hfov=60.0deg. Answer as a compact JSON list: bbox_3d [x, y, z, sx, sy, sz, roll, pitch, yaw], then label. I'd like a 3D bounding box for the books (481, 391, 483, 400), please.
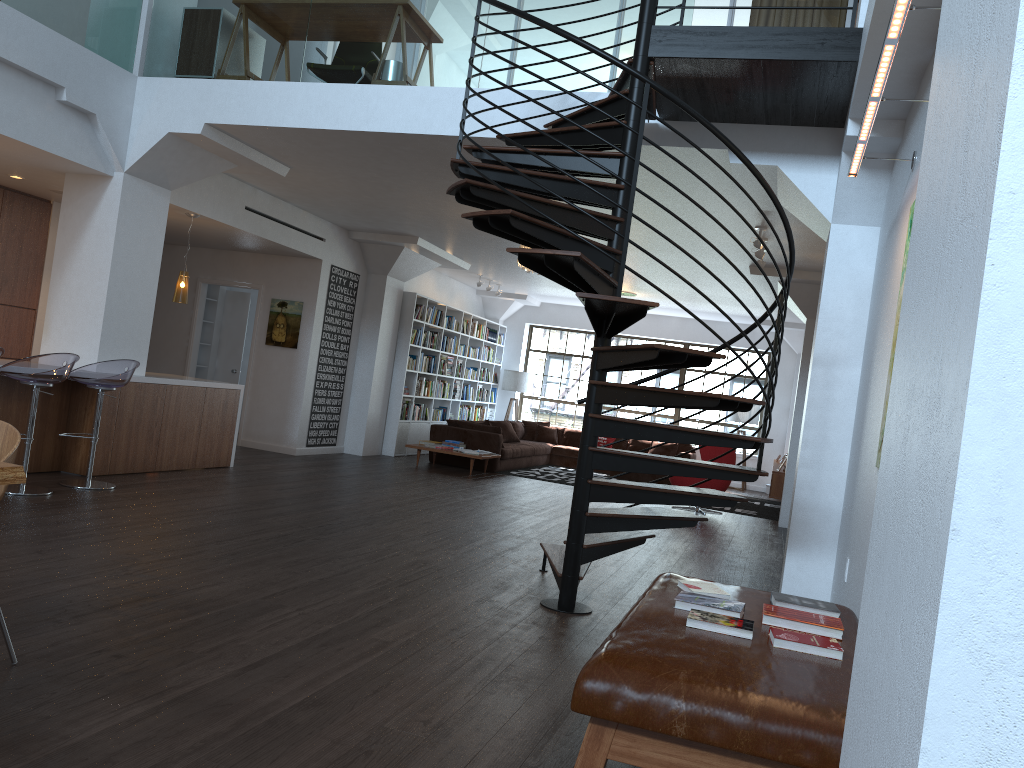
[{"bbox_3d":[-0.641,0.202,16.497,0.168,0.231,0.045,8,-1,17],"label":"books"}]

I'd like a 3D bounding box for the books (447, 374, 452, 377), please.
[{"bbox_3d":[-1.117,-0.159,14.762,0.171,0.039,0.246,8,-1,17],"label":"books"}]

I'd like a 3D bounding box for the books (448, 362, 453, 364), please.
[{"bbox_3d":[-1.098,-0.359,14.776,0.161,0.033,0.223,8,-1,17],"label":"books"}]

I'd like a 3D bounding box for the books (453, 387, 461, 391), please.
[{"bbox_3d":[-1.031,0.074,15.199,0.253,0.040,0.183,8,-1,17],"label":"books"}]

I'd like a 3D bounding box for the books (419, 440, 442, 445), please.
[{"bbox_3d":[-1.137,0.840,12.566,0.241,0.045,0.334,8,-1,18],"label":"books"}]

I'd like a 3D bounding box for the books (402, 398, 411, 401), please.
[{"bbox_3d":[-1.635,0.219,13.186,0.223,0.027,0.161,8,-1,26],"label":"books"}]

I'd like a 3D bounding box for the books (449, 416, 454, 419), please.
[{"bbox_3d":[-1.146,0.557,15.172,0.284,0.033,0.197,8,0,2],"label":"books"}]

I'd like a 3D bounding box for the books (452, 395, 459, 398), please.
[{"bbox_3d":[-1.054,0.194,15.197,0.251,0.037,0.160,8,-1,22],"label":"books"}]

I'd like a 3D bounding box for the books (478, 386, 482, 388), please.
[{"bbox_3d":[-0.682,0.042,16.263,0.223,0.031,0.161,8,-1,17],"label":"books"}]

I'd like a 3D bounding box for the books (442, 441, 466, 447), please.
[{"bbox_3d":[-0.818,0.852,12.536,0.279,0.035,0.191,8,-1,27],"label":"books"}]

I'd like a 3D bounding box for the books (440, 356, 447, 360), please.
[{"bbox_3d":[-1.185,-0.430,14.391,0.174,0.045,0.240,8,-1,16],"label":"books"}]

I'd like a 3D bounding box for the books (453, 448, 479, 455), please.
[{"bbox_3d":[-0.624,0.910,12.040,0.231,0.040,0.342,8,-1,-33],"label":"books"}]

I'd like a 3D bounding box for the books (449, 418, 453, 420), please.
[{"bbox_3d":[-1.151,0.591,15.172,0.284,0.035,0.197,8,-1,17],"label":"books"}]

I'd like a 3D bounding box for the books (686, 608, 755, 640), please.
[{"bbox_3d":[0.733,0.842,3.114,0.224,0.032,0.161,8,-1,17],"label":"books"}]

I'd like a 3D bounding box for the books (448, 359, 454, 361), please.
[{"bbox_3d":[-1.079,-0.412,14.789,0.144,0.024,0.208,8,-1,22],"label":"books"}]

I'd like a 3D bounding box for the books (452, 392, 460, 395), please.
[{"bbox_3d":[-1.046,0.156,15.222,0.259,0.040,0.180,8,-1,17],"label":"books"}]

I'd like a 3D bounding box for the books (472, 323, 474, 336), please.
[{"bbox_3d":[-0.756,-0.960,15.570,0.159,0.241,0.038,8,-1,17],"label":"books"}]

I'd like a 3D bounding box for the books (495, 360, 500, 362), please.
[{"bbox_3d":[-0.393,-0.454,17.051,0.284,0.033,0.197,8,-1,32],"label":"books"}]

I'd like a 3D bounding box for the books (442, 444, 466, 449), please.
[{"bbox_3d":[-0.820,0.888,12.530,0.312,0.037,0.216,8,0,7],"label":"books"}]

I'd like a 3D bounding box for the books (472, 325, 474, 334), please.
[{"bbox_3d":[-0.756,-0.943,15.523,0.144,0.207,0.048,8,-1,17],"label":"books"}]

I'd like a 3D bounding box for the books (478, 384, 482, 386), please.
[{"bbox_3d":[-0.676,0.013,16.271,0.224,0.030,0.161,8,-1,27],"label":"books"}]

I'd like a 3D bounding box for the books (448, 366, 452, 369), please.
[{"bbox_3d":[-1.110,-0.282,14.774,0.168,0.045,0.231,8,-1,12],"label":"books"}]

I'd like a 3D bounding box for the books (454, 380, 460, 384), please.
[{"bbox_3d":[-1.000,-0.043,15.188,0.185,0.041,0.129,8,-1,31],"label":"books"}]

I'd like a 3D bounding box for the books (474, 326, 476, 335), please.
[{"bbox_3d":[-0.729,-0.946,15.654,0.161,0.223,0.027,8,-1,17],"label":"books"}]

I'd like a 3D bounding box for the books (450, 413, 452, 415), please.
[{"bbox_3d":[-1.137,0.496,15.175,0.204,0.025,0.144,8,-1,17],"label":"books"}]

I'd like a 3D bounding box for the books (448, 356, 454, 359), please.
[{"bbox_3d":[-1.069,-0.444,14.784,0.129,0.043,0.185,8,-1,31],"label":"books"}]

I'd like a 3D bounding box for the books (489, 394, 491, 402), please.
[{"bbox_3d":[-0.498,0.220,16.886,0.174,0.242,0.105,8,-1,17],"label":"books"}]

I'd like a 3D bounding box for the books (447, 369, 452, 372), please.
[{"bbox_3d":[-1.133,-0.241,14.764,0.180,0.042,0.259,8,-1,17],"label":"books"}]

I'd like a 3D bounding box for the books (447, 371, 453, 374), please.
[{"bbox_3d":[-1.114,-0.198,14.761,0.160,0.039,0.251,8,-1,22],"label":"books"}]

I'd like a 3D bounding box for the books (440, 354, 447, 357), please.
[{"bbox_3d":[-1.179,-0.466,14.368,0.223,0.027,0.161,8,-1,26],"label":"books"}]

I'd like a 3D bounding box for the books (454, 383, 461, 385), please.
[{"bbox_3d":[-0.999,-0.010,15.193,0.208,0.024,0.144,8,-1,22],"label":"books"}]

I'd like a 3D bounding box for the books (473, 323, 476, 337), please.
[{"bbox_3d":[-0.739,-0.960,15.613,0.171,0.246,0.057,8,-1,17],"label":"books"}]

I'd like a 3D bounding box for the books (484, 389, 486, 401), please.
[{"bbox_3d":[-0.583,0.201,16.630,0.160,0.251,0.039,8,-1,17],"label":"books"}]

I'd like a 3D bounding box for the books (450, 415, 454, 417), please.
[{"bbox_3d":[-1.145,0.524,15.177,0.254,0.032,0.174,8,-1,22],"label":"books"}]

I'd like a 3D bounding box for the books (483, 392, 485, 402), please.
[{"bbox_3d":[-0.589,0.214,16.594,0.161,0.223,0.032,8,-1,17],"label":"books"}]

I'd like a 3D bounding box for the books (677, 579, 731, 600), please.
[{"bbox_3d":[0.799,0.860,3.704,0.161,0.031,0.223,8,0,-5],"label":"books"}]

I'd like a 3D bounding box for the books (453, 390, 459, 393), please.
[{"bbox_3d":[-1.031,0.116,15.205,0.231,0.044,0.168,8,-1,12],"label":"books"}]

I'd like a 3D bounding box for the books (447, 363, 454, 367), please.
[{"bbox_3d":[-1.098,-0.323,14.768,0.183,0.042,0.253,8,-1,17],"label":"books"}]

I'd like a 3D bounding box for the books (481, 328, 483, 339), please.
[{"bbox_3d":[-0.613,-0.941,16.026,0.160,0.250,0.026,8,-1,17],"label":"books"}]

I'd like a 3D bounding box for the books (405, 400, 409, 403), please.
[{"bbox_3d":[-1.641,0.256,13.209,0.174,0.045,0.240,8,0,6],"label":"books"}]

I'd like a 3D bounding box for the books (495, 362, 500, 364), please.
[{"bbox_3d":[-0.398,-0.420,17.050,0.197,0.035,0.284,8,-1,-43],"label":"books"}]

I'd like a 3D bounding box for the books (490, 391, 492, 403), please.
[{"bbox_3d":[-0.470,0.228,16.965,0.172,0.235,0.112,8,-1,17],"label":"books"}]

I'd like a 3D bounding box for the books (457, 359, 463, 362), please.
[{"bbox_3d":[-0.976,-0.414,15.107,0.224,0.030,0.161,8,-1,27],"label":"books"}]

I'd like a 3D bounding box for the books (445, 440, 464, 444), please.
[{"bbox_3d":[-0.810,0.821,12.533,0.224,0.027,0.157,8,-1,22],"label":"books"}]

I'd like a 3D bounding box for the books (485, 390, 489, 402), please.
[{"bbox_3d":[-0.549,0.219,16.748,0.168,0.228,0.139,8,-1,17],"label":"books"}]

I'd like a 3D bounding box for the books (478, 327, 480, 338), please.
[{"bbox_3d":[-0.669,-0.940,15.859,0.168,0.231,0.037,8,-1,17],"label":"books"}]

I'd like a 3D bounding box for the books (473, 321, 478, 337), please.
[{"bbox_3d":[-0.715,-0.978,15.694,0.176,0.290,0.053,8,-1,17],"label":"books"}]

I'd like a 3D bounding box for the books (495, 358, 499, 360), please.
[{"bbox_3d":[-0.388,-0.486,17.046,0.174,0.032,0.254,8,-1,-38],"label":"books"}]

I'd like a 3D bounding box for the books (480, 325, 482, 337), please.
[{"bbox_3d":[-0.641,-0.947,15.923,0.183,0.253,0.034,8,-1,17],"label":"books"}]

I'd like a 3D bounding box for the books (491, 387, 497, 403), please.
[{"bbox_3d":[-0.399,0.212,17.207,0.176,0.290,0.053,8,-1,17],"label":"books"}]

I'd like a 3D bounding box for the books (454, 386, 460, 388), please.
[{"bbox_3d":[-1.019,0.041,15.204,0.223,0.032,0.161,8,-1,17],"label":"books"}]

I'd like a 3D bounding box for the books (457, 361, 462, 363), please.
[{"bbox_3d":[-0.982,-0.385,15.099,0.223,0.031,0.161,8,-1,17],"label":"books"}]

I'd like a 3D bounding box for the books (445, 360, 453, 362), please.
[{"bbox_3d":[-1.101,-0.389,14.803,0.223,0.027,0.161,8,0,6],"label":"books"}]

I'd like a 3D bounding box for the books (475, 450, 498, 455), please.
[{"bbox_3d":[-0.378,0.947,12.324,0.256,0.035,0.350,7,-1,42],"label":"books"}]

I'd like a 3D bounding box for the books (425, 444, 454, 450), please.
[{"bbox_3d":[-1.002,0.860,12.166,0.236,0.035,0.340,7,-1,42],"label":"books"}]

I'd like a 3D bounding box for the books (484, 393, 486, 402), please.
[{"bbox_3d":[-0.569,0.226,16.662,0.161,0.221,0.035,8,-1,16],"label":"books"}]

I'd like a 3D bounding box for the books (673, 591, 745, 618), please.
[{"bbox_3d":[0.755,0.845,3.384,0.247,0.040,0.185,8,-1,20],"label":"books"}]

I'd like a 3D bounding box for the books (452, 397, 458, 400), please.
[{"bbox_3d":[-1.058,0.231,15.194,0.246,0.038,0.171,8,-1,17],"label":"books"}]

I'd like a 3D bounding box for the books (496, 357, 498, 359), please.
[{"bbox_3d":[-0.386,-0.515,17.050,0.144,0.025,0.204,8,-1,-43],"label":"books"}]
